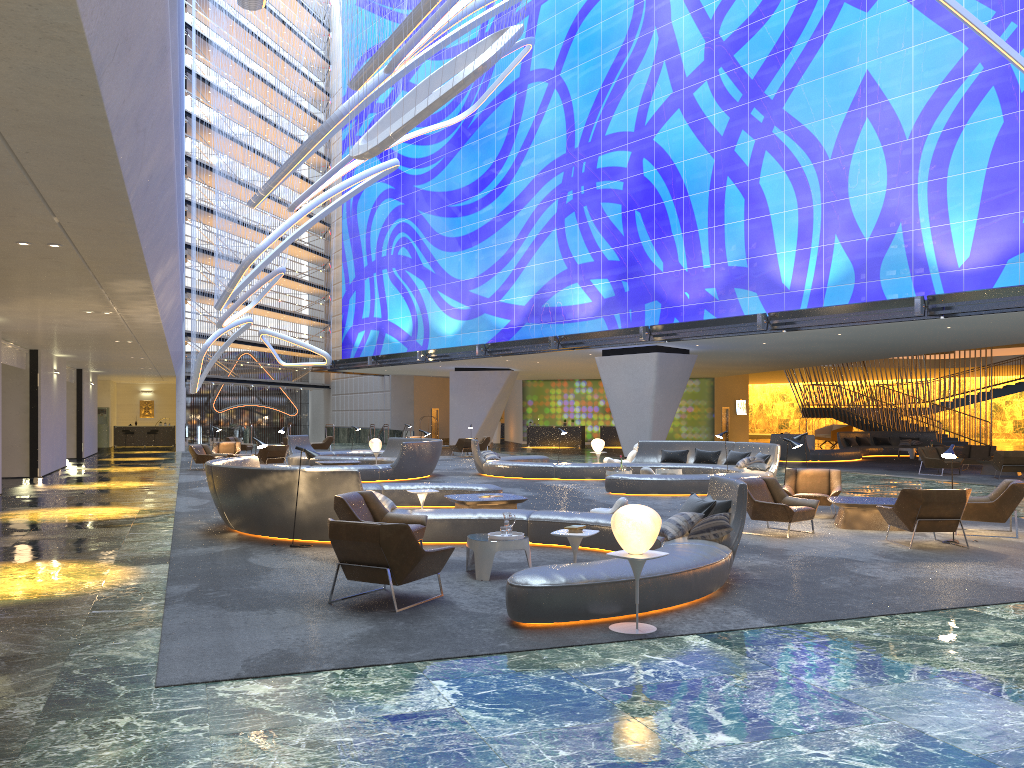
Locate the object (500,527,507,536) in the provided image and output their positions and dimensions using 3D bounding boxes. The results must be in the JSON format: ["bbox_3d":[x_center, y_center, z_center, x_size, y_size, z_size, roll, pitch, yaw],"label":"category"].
[{"bbox_3d":[-0.088,1.542,9.189,0.071,0.118,0.071,0,-1,-38],"label":"object"}]

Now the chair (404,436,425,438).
[{"bbox_3d":[-4.083,2.598,37.572,0.929,0.766,0.939,0,-1,-14],"label":"chair"}]

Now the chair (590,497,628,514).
[{"bbox_3d":[1.421,1.884,12.802,0.586,0.501,0.491,0,-1,14],"label":"chair"}]

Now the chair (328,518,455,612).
[{"bbox_3d":[-1.135,1.589,8.048,0.929,0.766,0.939,-1,-1,29],"label":"chair"}]

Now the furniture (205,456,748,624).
[{"bbox_3d":[-1.129,1.581,11.715,5.186,0.969,9.931,1,-2,-24],"label":"furniture"}]

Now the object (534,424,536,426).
[{"bbox_3d":[1.217,2.157,47.024,0.107,0.108,0.111,0,-1,14],"label":"object"}]

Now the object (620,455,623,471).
[{"bbox_3d":[2.509,1.806,20.270,0.076,0.356,0.066,0,0,37],"label":"object"}]

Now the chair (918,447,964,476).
[{"bbox_3d":[11.932,2.160,24.755,0.929,0.766,0.939,0,-1,-22],"label":"chair"}]

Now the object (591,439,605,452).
[{"bbox_3d":[2.460,1.757,25.385,0.367,0.387,0.318,1,-1,-38],"label":"object"}]

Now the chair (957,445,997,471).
[{"bbox_3d":[13.869,2.216,26.393,0.929,0.766,0.939,-1,-2,41],"label":"chair"}]

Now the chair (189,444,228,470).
[{"bbox_3d":[-9.299,2.239,27.057,0.938,0.766,0.930,0,-1,13],"label":"chair"}]

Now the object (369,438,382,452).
[{"bbox_3d":[-3.956,1.767,25.661,0.367,0.387,0.318,0,-1,-13],"label":"object"}]

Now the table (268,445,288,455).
[{"bbox_3d":[-9.913,2.763,37.133,1.203,0.392,1.203,0,-2,-2],"label":"table"}]

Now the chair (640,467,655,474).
[{"bbox_3d":[3.506,2.151,20.628,0.585,0.501,1.785,-1,-2,34],"label":"chair"}]

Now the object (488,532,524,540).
[{"bbox_3d":[-0.063,1.589,9.285,0.381,0.038,0.381,1,-2,-28],"label":"object"}]

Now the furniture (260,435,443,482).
[{"bbox_3d":[-4.615,2.086,26.452,5.185,0.969,9.932,0,-2,-3],"label":"furniture"}]

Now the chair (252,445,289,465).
[{"bbox_3d":[-7.334,2.239,27.051,0.929,0.766,0.939,1,-1,-37],"label":"chair"}]

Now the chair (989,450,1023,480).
[{"bbox_3d":[13.054,2.105,23.142,0.929,0.766,0.939,0,-1,18],"label":"chair"}]

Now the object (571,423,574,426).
[{"bbox_3d":[3.184,2.120,46.464,0.150,0.145,0.150,0,-1,13],"label":"object"}]

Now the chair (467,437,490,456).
[{"bbox_3d":[-1.401,2.568,36.687,0.938,0.766,0.930,0,-1,-12],"label":"chair"}]

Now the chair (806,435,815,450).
[{"bbox_3d":[11.566,2.454,35.037,0.729,0.882,1.157,0,-1,24],"label":"chair"}]

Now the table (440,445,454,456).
[{"bbox_3d":[-2.944,2.746,36.618,1.203,0.392,1.203,1,-2,-20],"label":"table"}]

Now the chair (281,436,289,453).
[{"bbox_3d":[-9.490,2.634,38.619,0.929,0.766,0.939,0,-1,7],"label":"chair"}]

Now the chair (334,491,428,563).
[{"bbox_3d":[-1.537,1.669,10.368,0.938,0.766,0.930,0,-1,13],"label":"chair"}]

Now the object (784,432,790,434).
[{"bbox_3d":[10.746,2.074,34.640,0.318,0.387,0.367,0,-1,-13],"label":"object"}]

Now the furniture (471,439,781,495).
[{"bbox_3d":[2.596,1.968,23.048,5.186,0.969,9.930,1,-2,-28],"label":"furniture"}]

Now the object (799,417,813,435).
[{"bbox_3d":[16.128,2.524,48.562,0.476,1.664,1.205,0,-1,35],"label":"object"}]

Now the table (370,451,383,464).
[{"bbox_3d":[-3.927,2.259,25.703,0.418,0.595,0.428,0,-1,-21],"label":"table"}]

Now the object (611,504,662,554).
[{"bbox_3d":[0.966,1.135,6.912,0.367,0.387,0.318,1,-1,-38],"label":"object"}]

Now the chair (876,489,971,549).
[{"bbox_3d":[5.352,1.706,11.470,0.929,0.766,0.939,0,-1,-2],"label":"chair"}]

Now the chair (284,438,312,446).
[{"bbox_3d":[-8.709,2.537,35.774,0.929,0.766,0.939,-1,-1,32],"label":"chair"}]

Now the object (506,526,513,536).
[{"bbox_3d":[-0.026,1.544,9.239,0.071,0.118,0.071,0,-1,37],"label":"object"}]

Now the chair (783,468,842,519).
[{"bbox_3d":[5.015,1.820,14.805,0.929,0.766,0.939,0,-1,21],"label":"chair"}]

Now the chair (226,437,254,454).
[{"bbox_3d":[-11.178,2.557,36.355,0.938,0.766,0.930,0,-1,4],"label":"chair"}]

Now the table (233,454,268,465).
[{"bbox_3d":[-8.391,2.473,28.629,1.203,0.392,1.203,1,-2,-21],"label":"table"}]

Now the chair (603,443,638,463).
[{"bbox_3d":[3.166,2.104,24.810,1.157,0.882,0.729,0,-1,-1],"label":"chair"}]

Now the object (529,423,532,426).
[{"bbox_3d":[0.979,2.139,47.087,0.149,0.149,0.149,0,-1,14],"label":"object"}]

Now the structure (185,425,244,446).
[{"bbox_3d":[-19.418,6.678,57.007,3.017,8.238,19.836,0,-2,-20],"label":"structure"}]

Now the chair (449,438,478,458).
[{"bbox_3d":[-1.887,2.512,35.040,0.929,0.766,0.939,1,-1,-37],"label":"chair"}]

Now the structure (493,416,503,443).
[{"bbox_3d":[-0.893,2.455,51.992,1.022,2.051,0.773,0,0,-42],"label":"structure"}]

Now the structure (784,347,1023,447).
[{"bbox_3d":[21.732,0.256,40.274,11.982,6.246,16.496,1,-2,-20],"label":"structure"}]

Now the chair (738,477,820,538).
[{"bbox_3d":[3.749,1.745,12.607,0.929,0.766,0.939,1,-2,-42],"label":"chair"}]

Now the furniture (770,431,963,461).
[{"bbox_3d":[12.924,2.335,33.796,9.926,0.969,5.188,0,-2,-3],"label":"furniture"}]

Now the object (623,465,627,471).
[{"bbox_3d":[2.594,1.929,20.398,0.071,0.118,0.151,0,-1,-10],"label":"object"}]

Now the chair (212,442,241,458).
[{"bbox_3d":[-9.529,2.325,29.583,0.929,0.766,0.939,0,-1,-14],"label":"chair"}]

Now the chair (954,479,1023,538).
[{"bbox_3d":[6.699,1.743,12.537,0.939,0.766,0.930,-1,-1,23],"label":"chair"}]

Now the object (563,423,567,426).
[{"bbox_3d":[2.785,2.122,46.548,0.150,0.145,0.150,0,-1,13],"label":"object"}]

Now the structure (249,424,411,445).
[{"bbox_3d":[-13.532,6.801,59.640,9.305,8.398,19.741,0,-2,-20],"label":"structure"}]

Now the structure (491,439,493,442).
[{"bbox_3d":[-1.158,2.528,54.114,1.022,2.051,0.773,0,0,41],"label":"structure"}]

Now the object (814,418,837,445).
[{"bbox_3d":[17.192,2.523,48.549,1.205,1.664,0.476,0,0,-10],"label":"object"}]

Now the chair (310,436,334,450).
[{"bbox_3d":[-8.081,2.600,37.636,0.939,0.766,0.930,0,-1,-18],"label":"chair"}]

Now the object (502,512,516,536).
[{"bbox_3d":[-0.044,1.481,9.334,0.131,0.252,0.103,0,0,-37],"label":"object"}]
